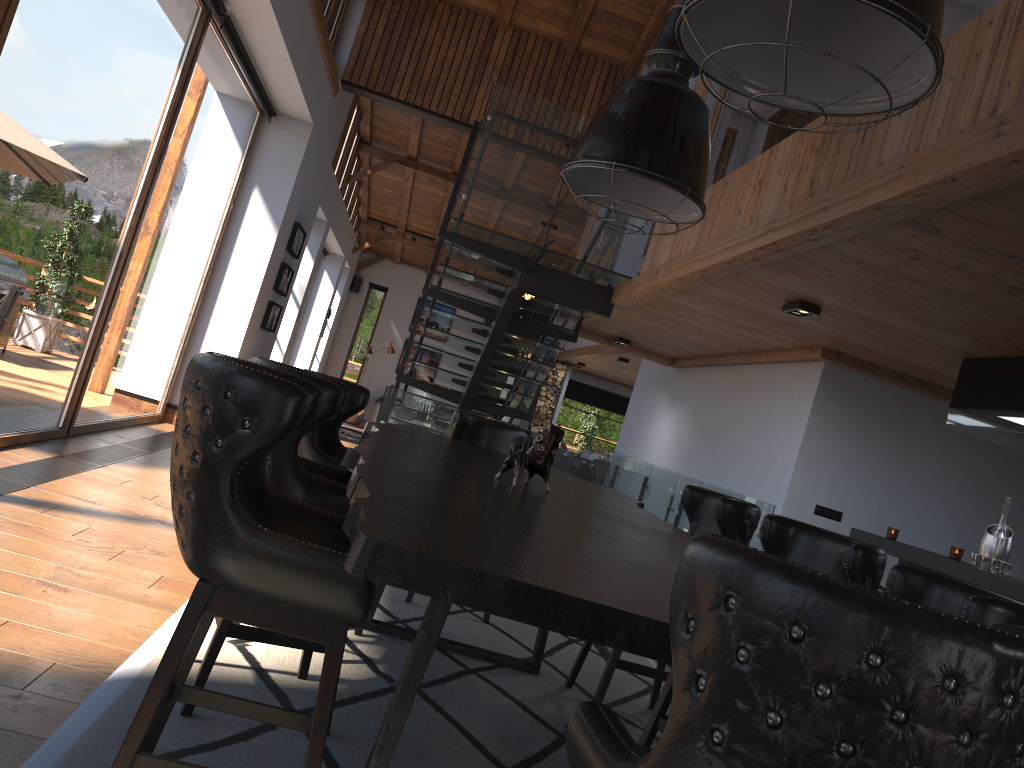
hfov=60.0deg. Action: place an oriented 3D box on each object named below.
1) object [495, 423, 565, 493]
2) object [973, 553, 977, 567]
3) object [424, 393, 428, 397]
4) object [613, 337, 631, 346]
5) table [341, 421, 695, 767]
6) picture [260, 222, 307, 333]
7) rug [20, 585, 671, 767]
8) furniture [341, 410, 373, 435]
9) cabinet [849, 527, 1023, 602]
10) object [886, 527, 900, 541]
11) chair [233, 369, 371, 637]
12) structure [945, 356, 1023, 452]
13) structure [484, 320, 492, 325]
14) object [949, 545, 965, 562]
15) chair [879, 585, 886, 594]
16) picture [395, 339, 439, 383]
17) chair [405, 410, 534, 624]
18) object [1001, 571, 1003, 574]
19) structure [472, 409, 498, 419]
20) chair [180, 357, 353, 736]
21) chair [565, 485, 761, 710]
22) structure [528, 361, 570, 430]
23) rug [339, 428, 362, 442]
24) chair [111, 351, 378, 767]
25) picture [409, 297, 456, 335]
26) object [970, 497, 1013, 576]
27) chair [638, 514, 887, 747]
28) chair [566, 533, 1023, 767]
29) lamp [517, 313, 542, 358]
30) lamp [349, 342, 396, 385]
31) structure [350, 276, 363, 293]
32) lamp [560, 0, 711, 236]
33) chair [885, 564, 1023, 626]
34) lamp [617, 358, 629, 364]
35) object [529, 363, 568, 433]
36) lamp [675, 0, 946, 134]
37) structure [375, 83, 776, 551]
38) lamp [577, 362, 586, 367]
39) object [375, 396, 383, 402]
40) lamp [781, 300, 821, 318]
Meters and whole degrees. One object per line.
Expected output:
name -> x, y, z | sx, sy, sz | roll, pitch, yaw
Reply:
object -> 0.068, 0.240, 3.108 | 0.115, 0.254, 0.223 | 14, -4, 45
object -> 3.021, 1.143, 5.739 | 0.080, 0.081, 0.078 | 19, -3, -42
object -> -2.065, 0.435, 19.813 | 0.261, 0.533, 0.423 | 19, -3, -38
object -> 1.294, -0.501, 10.405 | 0.155, 0.068, 0.260 | 17, -2, -7
table -> -0.010, 0.839, 3.138 | 1.433, 0.950, 3.784 | 17, -2, -7
picture -> -2.755, -1.270, 10.730 | 0.059, 1.313, 0.771 | 18, -3, -7
rug -> -0.126, 1.290, 3.442 | 2.558, 0.047, 5.613 | 17, -2, -7
furniture -> -3.085, 0.575, 15.658 | 1.178, 0.437, 2.750 | 17, -2, -7
cabinet -> 2.973, 1.689, 3.993 | 0.891, 1.104, 4.785 | 17, -2, -7
object -> 2.647, 1.042, 6.167 | 0.078, 0.081, 0.080 | 16, -3, 28
chair -> -0.790, 0.533, 3.730 | 0.568, 1.093, 0.504 | 17, -3, 2
structure -> 3.434, 0.159, 4.264 | 0.712, 0.476, 3.240 | 17, -2, -7
structure -> -0.555, -1.310, 20.314 | 0.214, 0.350, 0.213 | 18, -3, -7
object -> 2.761, 1.055, 5.507 | 0.080, 0.081, 0.078 | 19, -3, -42
chair -> 2.297, 1.665, 5.386 | 0.470, 0.840, 0.537 | 18, -3, -7
picture -> -2.109, -0.508, 20.159 | 0.881, 0.817, 0.036 | 18, -3, -8
chair -> -0.248, 0.738, 5.113 | 0.505, 1.093, 0.566 | 18, -3, -8
object -> 3.044, 1.144, 5.551 | 0.080, 0.081, 0.078 | 19, -3, -42
structure -> -0.497, 0.959, 19.987 | 0.985, 0.515, 0.183 | 17, -3, -8
chair -> -0.750, 0.507, 2.911 | 0.572, 1.093, 0.500 | 18, -3, -23
chair -> 0.695, 0.990, 3.994 | 0.570, 1.093, 0.502 | 18, -3, -8
structure -> 0.666, 0.752, 20.291 | 0.503, 2.620, 0.510 | 18, -3, -7
rug -> -1.889, 1.144, 15.625 | 3.817, 0.053, 2.424 | 17, -2, -7
chair -> -0.587, 0.524, 1.965 | 0.570, 1.093, 0.502 | 18, -3, -8
picture -> -1.815, -1.458, 20.212 | 0.881, 0.817, 0.036 | 18, -3, -8
object -> 2.895, 0.894, 5.269 | 0.226, 0.453, 0.224 | 18, -3, -7
chair -> 0.858, 1.008, 3.047 | 0.572, 1.093, 0.500 | 18, -3, -23
chair -> 0.288, 0.766, 1.135 | 0.505, 1.093, 0.566 | 18, -3, -8
lamp -> 0.482, -1.404, 17.652 | 0.263, 2.204, 0.798 | 18, -3, -16
lamp -> -3.148, -0.096, 18.850 | 0.525, 1.901, 1.327 | 16, -3, 14
structure -> -3.495, -2.231, 19.897 | 0.214, 0.350, 0.213 | 18, -3, -7
lamp -> 1.149, -2.882, 3.795 | 0.615, 4.690, 0.627 | 15, -4, 38
chair -> 0.893, 1.000, 2.227 | 0.568, 1.093, 0.504 | 17, -3, 2
lamp -> 1.983, -0.420, 15.814 | 0.155, 0.068, 0.260 | 17, -2, -7
object -> 0.656, 0.756, 20.299 | 0.495, 2.614, 0.465 | 18, -3, -7
lamp -> 1.341, -2.877, 2.219 | 0.615, 4.690, 0.627 | 15, -4, 38
structure -> -2.437, 0.339, 8.163 | 9.233, 6.404, 10.989 | 17, -2, -7
lamp -> 1.527, -0.431, 19.571 | 0.155, 0.068, 0.260 | 17, -2, -7
object -> -2.843, 0.369, 19.771 | 0.402, 0.183, 0.228 | 16, -3, 36
lamp -> 1.865, -0.487, 5.712 | 0.155, 0.068, 0.260 | 17, -2, -7
